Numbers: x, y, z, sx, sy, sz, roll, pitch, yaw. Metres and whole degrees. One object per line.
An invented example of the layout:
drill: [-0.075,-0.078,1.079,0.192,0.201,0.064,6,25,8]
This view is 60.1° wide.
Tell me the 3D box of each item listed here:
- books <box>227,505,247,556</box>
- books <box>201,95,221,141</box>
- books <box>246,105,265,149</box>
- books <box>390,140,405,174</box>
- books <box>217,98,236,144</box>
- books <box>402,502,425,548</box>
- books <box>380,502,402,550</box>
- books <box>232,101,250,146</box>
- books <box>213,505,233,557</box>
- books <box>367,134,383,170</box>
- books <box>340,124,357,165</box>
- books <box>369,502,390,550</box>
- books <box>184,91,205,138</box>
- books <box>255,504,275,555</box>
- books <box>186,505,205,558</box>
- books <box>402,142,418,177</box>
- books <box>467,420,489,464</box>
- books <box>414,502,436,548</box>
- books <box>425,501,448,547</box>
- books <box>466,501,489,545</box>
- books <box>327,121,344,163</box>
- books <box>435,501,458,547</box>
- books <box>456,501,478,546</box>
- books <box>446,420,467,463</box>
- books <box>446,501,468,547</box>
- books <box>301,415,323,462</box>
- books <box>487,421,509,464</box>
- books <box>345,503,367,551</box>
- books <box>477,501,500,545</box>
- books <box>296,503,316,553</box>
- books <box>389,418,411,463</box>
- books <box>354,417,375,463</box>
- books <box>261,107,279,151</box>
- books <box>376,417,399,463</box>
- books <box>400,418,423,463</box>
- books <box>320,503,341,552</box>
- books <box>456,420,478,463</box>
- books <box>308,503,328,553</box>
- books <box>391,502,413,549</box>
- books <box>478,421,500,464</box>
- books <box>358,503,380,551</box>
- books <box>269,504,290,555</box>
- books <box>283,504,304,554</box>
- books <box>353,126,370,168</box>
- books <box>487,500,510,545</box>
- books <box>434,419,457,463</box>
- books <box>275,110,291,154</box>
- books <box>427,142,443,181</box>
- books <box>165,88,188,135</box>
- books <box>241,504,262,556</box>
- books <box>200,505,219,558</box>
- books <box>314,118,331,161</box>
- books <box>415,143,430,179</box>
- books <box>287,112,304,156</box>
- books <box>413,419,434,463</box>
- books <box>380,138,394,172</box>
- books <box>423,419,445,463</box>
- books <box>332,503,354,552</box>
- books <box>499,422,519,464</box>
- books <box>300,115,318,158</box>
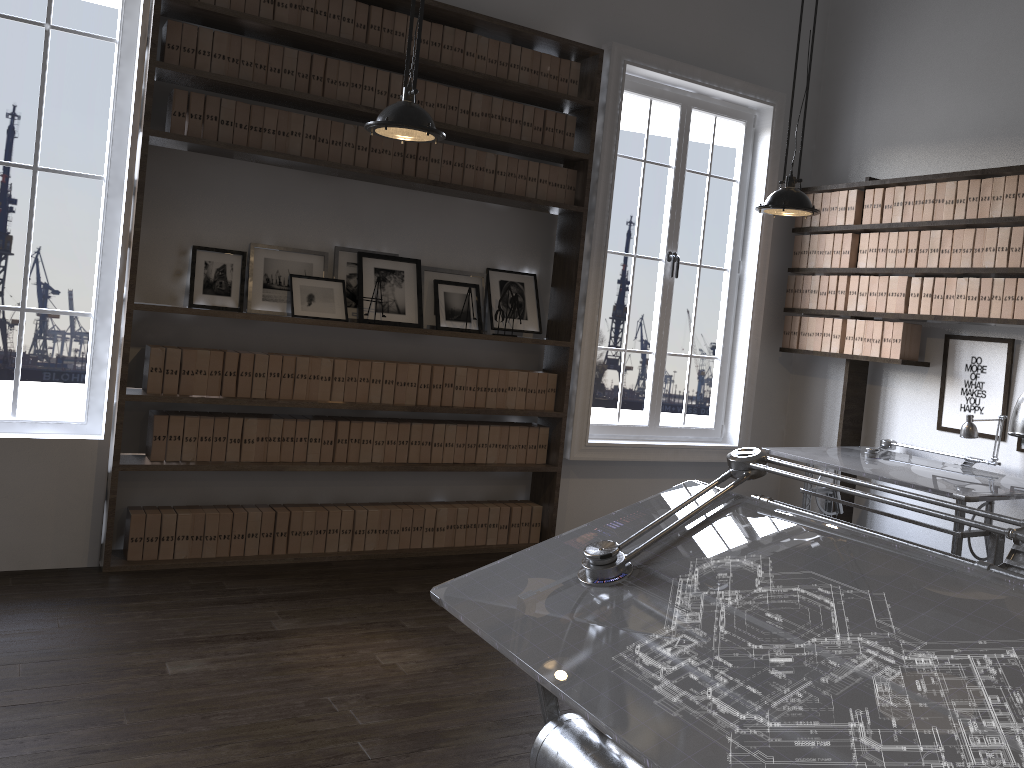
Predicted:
books: [-1.420,0.750,4.543,0.066,0.225,0.175,5,2,-30]
books: [-1.491,-1.286,4.347,0.066,0.225,0.175,5,2,-30]
books: [-1.306,-1.275,4.452,0.066,0.225,0.175,5,2,-30]
books: [-0.654,-1.237,4.824,0.066,0.225,0.175,5,2,-30]
books: [-1.427,-1.282,4.378,0.066,0.225,0.175,5,2,-30]
books: [-0.570,0.800,5.026,0.066,0.225,0.175,5,2,-30]
books: [-0.688,0.793,4.953,0.067,0.225,0.175,5,2,-30]
books: [-1.368,-1.278,4.417,0.066,0.225,0.175,5,2,-30]
books: [-1.482,0.746,4.508,0.066,0.225,0.175,5,2,-30]
books: [-0.763,-1.243,4.754,0.067,0.225,0.175,5,2,-30]
books: [-0.890,-1.250,4.686,0.066,0.225,0.175,5,2,-30]
books: [-0.749,0.789,4.924,0.066,0.225,0.175,5,2,-30]
books: [-1.554,-1.289,4.305,0.067,0.225,0.175,5,2,-30]
books: [-1.298,0.757,4.614,0.066,0.225,0.175,5,2,-30]
books: [-1.597,0.740,4.441,0.066,0.225,0.175,5,2,-30]
books: [-0.587,-1.233,4.855,0.067,0.225,0.175,5,2,-30]
books: [-0.212,0.339,5.188,0.067,0.225,0.175,5,2,-30]
books: [-0.507,0.804,5.057,0.067,0.225,0.175,5,2,-30]
books: [-0.445,0.807,5.095,0.066,0.225,0.175,5,2,-30]
books: [-0.214,0.820,5.229,0.066,0.225,0.175,5,2,-30]
books: [-0.952,-1.254,4.655,0.066,0.225,0.175,5,2,-30]
books: [-0.392,0.810,5.127,0.066,0.225,0.175,5,2,-30]
books: [-0.276,0.817,5.194,0.066,0.225,0.175,5,2,-30]
books: [-0.336,0.331,5.124,0.066,0.225,0.175,5,2,-30]
books: [-0.331,0.814,5.156,0.067,0.225,0.175,5,2,-30]
books: [-1.071,0.289,4.700,0.066,0.225,0.175,5,2,-30]
books: [-0.097,0.346,5.258,0.066,0.225,0.175,5,2,-30]
books: [-0.864,0.783,4.854,0.067,0.225,0.175,5,2,-30]
books: [-0.151,0.824,5.261,0.066,0.225,0.175,5,2,-30]
books: [-1.110,0.768,4.717,0.066,0.225,0.175,5,2,-30]
books: [-0.641,0.314,4.949,0.066,0.225,0.175,5,2,-30]
books: [-0.822,0.304,4.839,0.066,0.225,0.175,5,2,-30]
books: [-1.245,-1.271,4.480,0.067,0.225,0.175,5,2,-30]
books: [-0.702,0.310,4.916,0.066,0.225,0.175,5,2,-30]
books: [-0.576,0.318,4.985,0.066,0.225,0.175,5,2,-30]
books: [-0.991,0.776,4.780,0.066,0.225,0.175,5,2,-30]
books: [-0.275,0.335,5.157,0.066,0.225,0.175,5,2,-30]
books: [-1.053,0.772,4.745,0.067,0.225,0.175,5,2,-30]
books: [-0.631,0.796,4.993,0.066,0.225,0.175,5,2,-30]
books: [-0.150,0.343,5.226,0.066,0.225,0.175,5,2,-30]
books: [-0.802,0.786,4.892,0.066,0.225,0.175,5,2,-30]
books: [-1.230,0.761,4.646,0.067,0.225,0.175,5,2,-30]
books: [-1.168,0.765,4.687,0.066,0.225,0.175,5,2,-30]
books: [-0.825,-1.246,4.719,0.066,0.225,0.175,5,2,-30]
books: [-0.092,0.828,5.300,0.066,0.225,0.175,5,2,-30]
books: [-0.395,0.328,5.086,0.066,0.225,0.175,5,2,-30]
books: [-1.190,-1.268,4.517,0.066,0.225,0.175,5,2,-30]
books: [-0.461,-1.225,4.928,0.066,0.225,0.175,5,2,-30]
books: [-1.620,-1.293,4.274,0.066,0.225,0.175,5,2,-30]
books: [-1.357,0.754,4.574,0.066,0.225,0.175,5,2,-30]
books: [-1.537,0.744,4.470,0.067,0.225,0.175,5,2,-30]
books: [-1.012,-1.258,4.619,0.066,0.225,0.175,5,2,-30]
books: [-0.525,-1.229,4.897,0.066,0.225,0.175,5,2,-30]
books: [-1.134,-1.265,4.547,0.066,0.225,0.175,5,2,-30]
books: [-0.519,0.321,5.012,0.067,0.225,0.175,5,2,-30]
books: [-0.710,-1.240,4.789,0.066,0.225,0.175,5,2,-30]
books: [-0.456,0.325,5.048,0.066,0.225,0.175,5,2,-30]
books: [-0.930,0.779,4.819,0.066,0.225,0.175,5,2,-30]
books: [-0.036,0.350,5.287,0.067,0.225,0.175,5,2,-30]
books: [-1.071,-1.261,4.581,0.067,0.225,0.175,5,2,-30]
